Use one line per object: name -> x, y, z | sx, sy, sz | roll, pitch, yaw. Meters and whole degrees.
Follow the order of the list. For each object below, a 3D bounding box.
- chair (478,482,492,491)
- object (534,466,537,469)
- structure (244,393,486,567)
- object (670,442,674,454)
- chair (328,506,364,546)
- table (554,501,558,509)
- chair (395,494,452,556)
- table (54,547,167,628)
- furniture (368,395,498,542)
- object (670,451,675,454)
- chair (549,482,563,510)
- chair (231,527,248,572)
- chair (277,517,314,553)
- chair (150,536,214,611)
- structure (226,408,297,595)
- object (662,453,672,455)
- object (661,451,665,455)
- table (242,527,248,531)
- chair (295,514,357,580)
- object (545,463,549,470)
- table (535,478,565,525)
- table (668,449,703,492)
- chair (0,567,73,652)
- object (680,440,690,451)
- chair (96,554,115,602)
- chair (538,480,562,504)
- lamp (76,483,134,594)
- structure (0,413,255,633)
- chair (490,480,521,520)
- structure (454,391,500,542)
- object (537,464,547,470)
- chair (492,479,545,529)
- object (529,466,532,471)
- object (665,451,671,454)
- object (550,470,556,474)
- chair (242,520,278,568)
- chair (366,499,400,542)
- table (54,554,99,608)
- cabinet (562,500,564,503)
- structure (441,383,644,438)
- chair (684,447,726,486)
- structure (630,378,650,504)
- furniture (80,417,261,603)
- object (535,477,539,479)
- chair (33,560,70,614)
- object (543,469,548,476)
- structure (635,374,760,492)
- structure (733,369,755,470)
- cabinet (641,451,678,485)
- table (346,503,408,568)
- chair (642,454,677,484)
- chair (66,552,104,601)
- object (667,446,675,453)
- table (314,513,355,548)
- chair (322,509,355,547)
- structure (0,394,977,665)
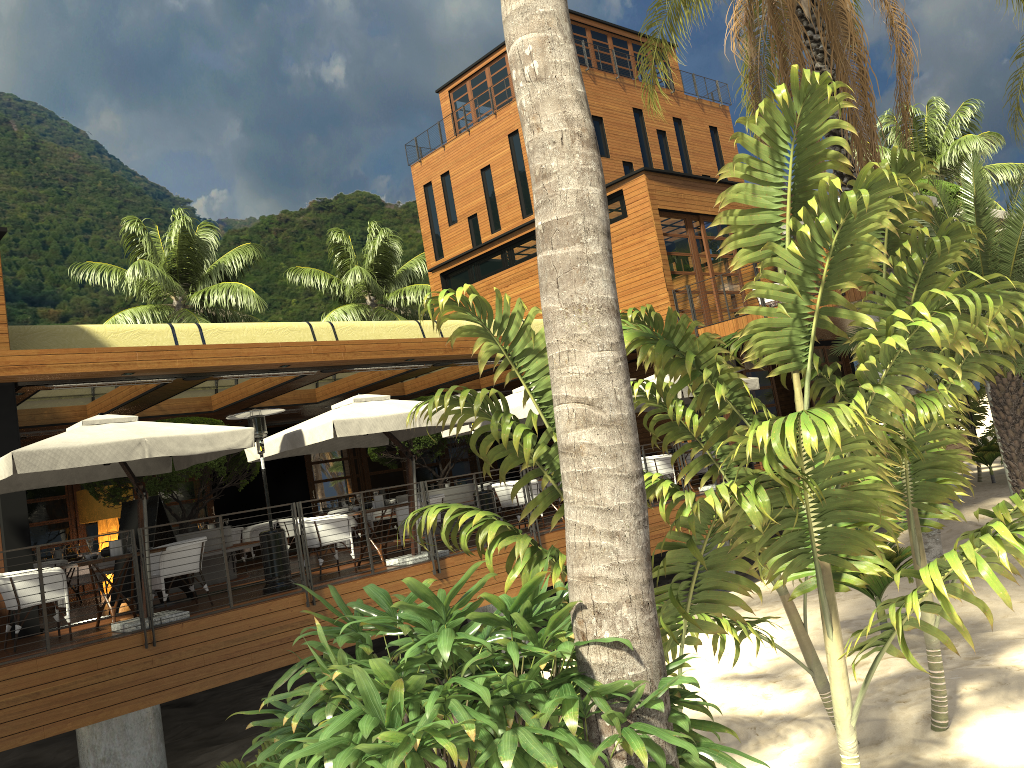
chair -> -0.681, 2.706, 20.491 | 0.616, 0.790, 0.626 | -10, -6, 3
object -> 0.515, 1.856, 18.913 | 0.082, 0.227, 0.082 | -9, -7, -8
structure -> -1.896, 1.271, 12.008 | 2.415, 2.338, 2.407 | -4, -8, -43
object -> 2.968, 1.172, 16.353 | 0.082, 0.227, 0.082 | -4, -9, -42
chair -> -3.277, 2.862, 17.596 | 0.628, 0.790, 0.615 | -7, -7, -22
table -> 0.782, 2.281, 18.612 | 1.167, 0.751, 1.162 | -5, -8, -37
chair -> -1.228, 1.993, 12.523 | 0.617, 0.790, 0.626 | -4, -8, -42
table -> -4.338, 2.259, 9.650 | 0.932, 0.751, 0.929 | -4, -8, -43
furniture -> -1.505, 1.592, 17.624 | 2.610, 2.728, 2.695 | -15, -8, 38
object -> 2.974, 1.275, 16.419 | 0.080, 0.042, 0.080 | -12, -6, 16
chair -> 0.978, 2.307, 19.385 | 0.627, 0.790, 0.615 | -10, -6, 3
chair -> -5.044, 2.978, 15.716 | 0.628, 0.790, 0.615 | -5, -8, -37
chair -> -4.410, 3.105, 18.051 | 0.617, 0.790, 0.625 | -7, -7, -22
chair -> -3.793, 2.198, 10.163 | 0.617, 0.790, 0.626 | -4, -8, -42
structure -> -2.935, 1.378, 10.643 | 0.698, 2.197, 0.699 | -14, -8, 35
object -> 2.825, 1.303, 16.348 | 0.170, 0.025, 0.294 | -5, -8, -43
object -> 2.819, 1.294, 16.562 | 0.086, 0.086, 0.086 | -4, -8, -42
table -> -5.457, 3.143, 16.453 | 1.165, 0.751, 1.165 | -12, -6, 16
chair -> -2.430, 2.092, 11.450 | 0.617, 0.790, 0.626 | -4, -8, -42
object -> 0.603, 1.402, 14.580 | 0.082, 0.227, 0.082 | -4, -9, -42
table -> 0.641, 1.861, 14.231 | 0.932, 0.751, 0.929 | -4, -8, -43
table -> 3.136, 1.662, 16.527 | 0.932, 0.751, 0.929 | -4, -8, -43
chair -> -4.951, 2.294, 9.130 | 0.617, 0.790, 0.626 | -4, -8, -42
object -> 3.193, 1.130, 16.470 | 0.263, 0.264, 0.263 | -10, -6, 2
chair -> -6.463, 3.112, 14.618 | 0.617, 0.790, 0.626 | -8, -6, -12
chair -> 0.732, 2.183, 17.746 | 0.627, 0.790, 0.615 | -10, -6, 3
lamp -> -7.592, 2.957, 16.754 | 0.971, 2.015, 0.973 | -13, -7, 27
structure -> -4.378, 1.469, 9.724 | 2.415, 2.338, 2.407 | -4, -8, -43
chair -> -0.094, 2.417, 18.645 | 0.616, 0.790, 0.626 | -10, -6, 3
structure -> -0.487, 1.182, 12.895 | 0.698, 2.197, 0.699 | -14, -8, 35
object -> 0.681, 1.788, 18.673 | 0.263, 0.264, 0.263 | -10, -6, 3
chair -> 0.082, 1.892, 13.762 | 0.617, 0.790, 0.626 | -4, -8, -42
object -> 0.404, 1.835, 18.515 | 0.082, 0.227, 0.082 | -11, -7, 9
object -> 2.906, 1.283, 16.492 | 0.116, 0.065, 0.116 | -13, -7, 29
object -> 0.683, 1.330, 14.160 | 0.263, 0.264, 0.263 | -10, -6, 2
chair -> -4.744, 3.041, 16.854 | 0.617, 0.790, 0.625 | -5, -8, -37
chair -> -2.697, 2.866, 18.623 | 0.617, 0.790, 0.625 | -7, -7, -22
table -> -7.314, 3.266, 14.495 | 1.165, 0.751, 1.165 | -12, -6, 16
cabinet -> 1.818, 2.312, 21.070 | 0.557, 0.839, 1.606 | -4, -8, -43
structure -> 0.587, 1.072, 14.292 | 2.415, 2.338, 2.407 | -4, -8, -43
chair -> 3.752, 1.596, 17.105 | 0.617, 0.790, 0.626 | -4, -8, -42
structure -> 1.968, 0.986, 15.154 | 0.698, 2.197, 0.699 | -14, -8, 35
furniture -> -5.361, 1.910, 14.169 | 2.567, 2.728, 2.715 | -11, -6, 12
object -> 0.315, 1.503, 14.039 | 0.170, 0.025, 0.294 | -5, -8, -43
chair -> -7.210, 3.149, 13.704 | 0.628, 0.790, 0.615 | -8, -6, -12
object -> 0.494, 1.427, 14.376 | 0.168, 0.179, 0.162 | -4, -8, -41
structure -> 3.069, 0.874, 16.576 | 2.415, 2.338, 2.407 | -4, -8, -43
structure -> 4.429, 0.790, 17.419 | 0.698, 2.197, 0.699 | -14, -8, 35
cabinet -> 2.883, 2.008, 19.891 | 0.557, 0.839, 1.606 | -4, -8, -43
table -> -1.849, 2.060, 11.941 | 0.932, 0.751, 0.929 | -4, -8, -43
chair -> 2.594, 1.691, 16.073 | 0.617, 0.790, 0.626 | -4, -8, -42
chair -> -7.392, 3.346, 15.343 | 0.628, 0.790, 0.615 | -8, -6, -12
object -> 3.004, 1.227, 16.685 | 0.168, 0.179, 0.162 | -4, -8, -41
table -> -3.463, 2.994, 18.394 | 1.164, 0.751, 1.165 | -13, -7, 27
chair -> -3.740, 3.102, 19.172 | 0.628, 0.790, 0.615 | -7, -7, -22
structure -> 2.159, 1.541, 14.061 | 26.284, 1.156, 0.163 | -5, -8, -43
